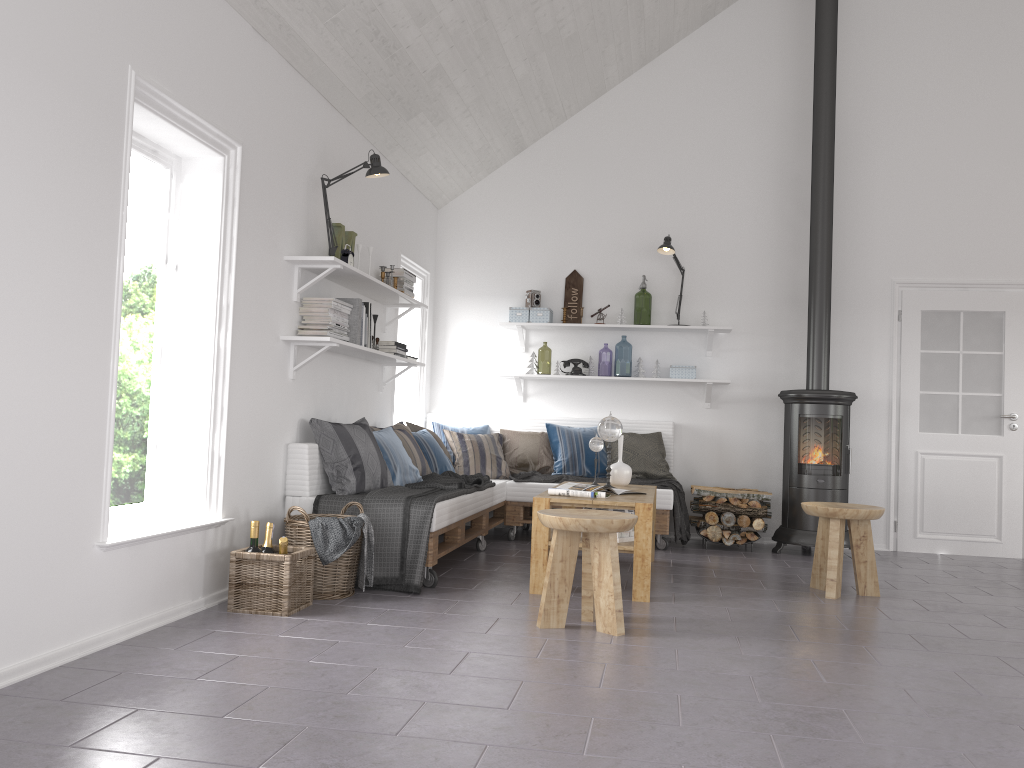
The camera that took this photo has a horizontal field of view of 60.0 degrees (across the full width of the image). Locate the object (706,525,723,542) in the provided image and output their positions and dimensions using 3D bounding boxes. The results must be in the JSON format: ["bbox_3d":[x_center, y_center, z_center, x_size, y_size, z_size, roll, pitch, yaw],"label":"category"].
[{"bbox_3d":[1.521,1.106,6.663,0.118,0.142,0.520,2,-3,13],"label":"object"}]

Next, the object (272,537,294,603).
[{"bbox_3d":[-0.998,0.818,3.873,0.095,0.332,0.284,3,-3,-11],"label":"object"}]

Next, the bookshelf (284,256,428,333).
[{"bbox_3d":[-0.885,-0.498,5.405,0.269,0.212,1.820,2,-3,10],"label":"bookshelf"}]

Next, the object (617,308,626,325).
[{"bbox_3d":[0.869,-0.532,7.035,0.075,0.147,0.075,3,-3,-23],"label":"object"}]

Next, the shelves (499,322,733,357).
[{"bbox_3d":[0.810,-0.354,7.067,1.820,0.212,0.269,2,-3,10],"label":"shelves"}]

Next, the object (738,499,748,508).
[{"bbox_3d":[1.694,0.875,6.576,0.059,0.048,0.529,2,-3,10],"label":"object"}]

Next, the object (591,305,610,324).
[{"bbox_3d":[0.705,-0.547,7.114,0.092,0.172,0.177,3,-3,-22],"label":"object"}]

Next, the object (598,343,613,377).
[{"bbox_3d":[0.743,-0.187,7.054,0.111,0.270,0.111,1,-3,28],"label":"object"}]

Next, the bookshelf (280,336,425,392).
[{"bbox_3d":[-0.901,-0.088,5.387,0.269,0.212,1.820,2,-3,10],"label":"bookshelf"}]

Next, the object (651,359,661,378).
[{"bbox_3d":[1.143,-0.119,7.009,0.088,0.161,0.093,1,-3,19],"label":"object"}]

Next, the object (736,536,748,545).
[{"bbox_3d":[1.705,1.139,6.623,0.096,0.067,0.467,2,-3,10],"label":"object"}]

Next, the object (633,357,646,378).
[{"bbox_3d":[1.018,-0.130,7.063,0.103,0.178,0.097,4,-3,-27],"label":"object"}]

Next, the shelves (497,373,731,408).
[{"bbox_3d":[0.794,0.056,7.049,1.820,0.212,0.269,2,-3,10],"label":"shelves"}]

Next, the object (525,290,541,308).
[{"bbox_3d":[0.181,-0.686,7.239,0.121,0.157,0.117,4,-3,-31],"label":"object"}]

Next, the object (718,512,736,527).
[{"bbox_3d":[1.593,0.989,6.632,0.110,0.109,0.463,2,-3,8],"label":"object"}]

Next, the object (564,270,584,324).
[{"bbox_3d":[0.502,-0.702,7.251,0.154,0.480,0.053,2,-3,15],"label":"object"}]

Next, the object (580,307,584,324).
[{"bbox_3d":[0.560,-0.541,7.130,0.052,0.148,0.052,4,-3,-29],"label":"object"}]

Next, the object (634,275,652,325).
[{"bbox_3d":[1.040,-0.660,7.039,0.136,0.415,0.136,0,-4,43],"label":"object"}]

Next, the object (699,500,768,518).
[{"bbox_3d":[1.602,0.906,6.442,0.480,0.104,0.126,2,-3,11],"label":"object"}]

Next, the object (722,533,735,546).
[{"bbox_3d":[1.603,1.141,6.623,0.095,0.063,0.562,2,-3,10],"label":"object"}]

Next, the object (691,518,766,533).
[{"bbox_3d":[1.602,1.051,6.574,0.539,0.070,0.101,2,-3,11],"label":"object"}]

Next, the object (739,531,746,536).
[{"bbox_3d":[1.700,1.091,6.595,0.046,0.033,0.425,2,-3,10],"label":"object"}]

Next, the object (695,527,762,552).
[{"bbox_3d":[1.610,1.159,6.641,0.456,0.118,0.478,2,-3,10],"label":"object"}]

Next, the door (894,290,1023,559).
[{"bbox_3d":[3.398,0.293,6.731,0.902,2.013,0.101,2,-3,10],"label":"door"}]

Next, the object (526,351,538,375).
[{"bbox_3d":[0.173,-0.168,7.159,0.113,0.195,0.107,2,-3,16],"label":"object"}]

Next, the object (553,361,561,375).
[{"bbox_3d":[0.364,-0.129,7.066,0.072,0.124,0.068,3,-3,-6],"label":"object"}]

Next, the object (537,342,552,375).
[{"bbox_3d":[0.262,-0.203,7.127,0.111,0.270,0.111,1,-3,28],"label":"object"}]

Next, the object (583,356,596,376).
[{"bbox_3d":[0.628,-0.141,7.134,0.127,0.176,0.007,2,-3,15],"label":"object"}]

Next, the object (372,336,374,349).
[{"bbox_3d":[-0.873,-0.244,5.504,0.032,0.117,0.058,1,-3,21],"label":"object"}]

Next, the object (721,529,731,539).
[{"bbox_3d":[1.585,1.100,6.616,0.057,0.050,0.561,2,-3,10],"label":"object"}]

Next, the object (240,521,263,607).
[{"bbox_3d":[-1.125,0.785,3.851,0.095,0.377,0.095,5,-4,-44],"label":"object"}]

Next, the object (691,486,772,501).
[{"bbox_3d":[1.601,0.800,6.476,0.571,0.079,0.115,2,-3,10],"label":"object"}]

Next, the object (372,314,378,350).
[{"bbox_3d":[-0.872,-0.309,5.624,0.085,0.259,0.085,3,-3,-22],"label":"object"}]

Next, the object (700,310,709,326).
[{"bbox_3d":[1.509,-0.508,6.962,0.073,0.142,0.072,0,-4,42],"label":"object"}]

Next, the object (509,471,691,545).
[{"bbox_3d":[0.612,0.921,6.650,1.449,0.508,0.716,2,-3,-1],"label":"object"}]

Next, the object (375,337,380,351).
[{"bbox_3d":[-0.831,-0.236,5.465,0.032,0.102,0.058,2,-3,5],"label":"object"}]

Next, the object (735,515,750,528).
[{"bbox_3d":[1.694,1.002,6.614,0.102,0.102,0.561,2,-3,9],"label":"object"}]

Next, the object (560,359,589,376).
[{"bbox_3d":[0.498,-0.131,7.111,0.203,0.146,0.171,1,-3,34],"label":"object"}]

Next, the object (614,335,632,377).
[{"bbox_3d":[0.883,-0.216,7.025,0.137,0.335,0.137,2,-3,-1],"label":"object"}]

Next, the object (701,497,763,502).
[{"bbox_3d":[1.675,0.913,6.788,0.483,0.097,0.123,2,-3,12],"label":"object"}]

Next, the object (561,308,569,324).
[{"bbox_3d":[0.424,-0.548,7.135,0.085,0.152,0.085,1,-3,34],"label":"object"}]

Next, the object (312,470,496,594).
[{"bbox_3d":[-0.562,0.800,5.275,0.685,0.533,1.892,2,-3,9],"label":"object"}]

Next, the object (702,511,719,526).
[{"bbox_3d":[1.484,0.988,6.675,0.103,0.107,0.516,2,-3,8],"label":"object"}]

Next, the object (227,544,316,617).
[{"bbox_3d":[-1.053,0.863,3.900,0.276,0.270,0.276,2,-3,10],"label":"object"}]

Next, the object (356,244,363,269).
[{"bbox_3d":[-0.947,-0.732,5.473,0.084,0.256,0.084,3,-3,-22],"label":"object"}]
